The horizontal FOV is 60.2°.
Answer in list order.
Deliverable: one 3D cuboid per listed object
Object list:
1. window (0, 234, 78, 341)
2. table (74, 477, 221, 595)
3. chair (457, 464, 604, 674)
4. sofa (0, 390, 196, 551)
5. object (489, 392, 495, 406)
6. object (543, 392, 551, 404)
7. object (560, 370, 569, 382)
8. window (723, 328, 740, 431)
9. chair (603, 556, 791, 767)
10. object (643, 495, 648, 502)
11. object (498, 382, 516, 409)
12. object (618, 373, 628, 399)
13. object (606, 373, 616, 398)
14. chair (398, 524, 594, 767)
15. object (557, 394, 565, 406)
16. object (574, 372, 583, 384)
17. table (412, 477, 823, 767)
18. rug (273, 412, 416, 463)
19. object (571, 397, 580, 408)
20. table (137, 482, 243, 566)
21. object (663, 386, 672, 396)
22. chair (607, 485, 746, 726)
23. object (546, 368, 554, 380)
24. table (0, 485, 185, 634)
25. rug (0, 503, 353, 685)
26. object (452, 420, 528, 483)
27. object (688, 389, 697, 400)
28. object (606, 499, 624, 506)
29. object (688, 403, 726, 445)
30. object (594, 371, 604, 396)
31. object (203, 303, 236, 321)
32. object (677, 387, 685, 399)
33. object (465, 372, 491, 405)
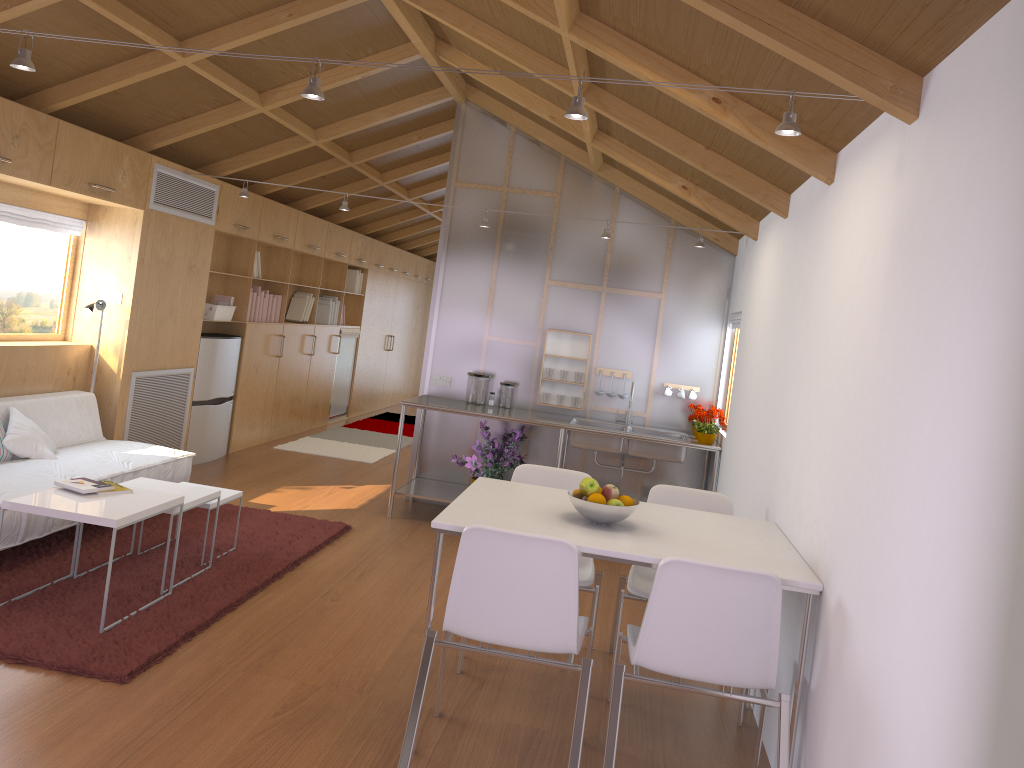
[{"bbox_3d":[-2.960,-0.634,4.979,0.035,0.789,1.497,7,3,7],"label":"window"},{"bbox_3d":[-1.686,0.693,4.128,0.425,0.383,0.459,8,2,7],"label":"table"},{"bbox_3d":[0.118,0.770,3.718,0.532,0.786,0.546,8,1,7],"label":"chair"},{"bbox_3d":[-2.515,0.463,4.340,0.863,0.628,2.355,8,4,7],"label":"sofa"},{"bbox_3d":[-0.143,0.105,6.243,0.037,0.092,0.037,7,0,22],"label":"object"},{"bbox_3d":[0.246,0.103,6.341,0.061,0.077,0.061,8,1,20],"label":"object"},{"bbox_3d":[0.370,-0.058,6.329,0.061,0.077,0.061,7,1,-19],"label":"object"},{"bbox_3d":[1.490,-0.070,5.829,0.026,0.795,0.724,7,2,7],"label":"window"},{"bbox_3d":[0.582,0.900,2.738,0.532,0.786,0.546,8,1,7],"label":"chair"},{"bbox_3d":[1.013,0.877,5.875,0.299,0.159,0.414,8,3,7],"label":"object"},{"bbox_3d":[-0.041,0.082,6.327,0.113,0.177,0.113,8,1,28],"label":"object"},{"bbox_3d":[0.795,0.017,6.269,0.075,0.183,0.074,8,0,39],"label":"object"},{"bbox_3d":[0.711,0.005,6.280,0.075,0.183,0.074,8,0,39],"label":"object"},{"bbox_3d":[-0.003,0.818,2.818,0.532,0.786,0.546,8,1,7],"label":"chair"},{"bbox_3d":[0.348,0.118,6.327,0.061,0.077,0.061,7,1,-19],"label":"object"},{"bbox_3d":[0.472,-0.044,6.315,0.061,0.077,0.061,7,1,-19],"label":"object"},{"bbox_3d":[0.349,0.861,3.163,1.210,0.743,0.899,8,2,8],"label":"table"},{"bbox_3d":[-1.442,0.539,9.693,0.918,0.011,3.723,8,4,7],"label":"rug"},{"bbox_3d":[0.449,0.132,6.313,0.061,0.077,0.061,7,1,-19],"label":"object"},{"bbox_3d":[-1.638,0.709,4.525,0.342,0.308,0.369,8,2,7],"label":"table"},{"bbox_3d":[1.104,0.050,6.248,0.059,0.080,0.062,8,1,8],"label":"object"},{"bbox_3d":[0.703,0.851,3.638,0.532,0.786,0.546,8,1,7],"label":"chair"},{"bbox_3d":[0.269,-0.073,6.342,0.061,0.077,0.061,8,1,20],"label":"object"},{"bbox_3d":[-1.744,0.690,3.671,0.486,0.438,0.524,8,2,7],"label":"table"},{"bbox_3d":[-2.094,0.829,4.385,1.887,0.020,2.481,8,4,7],"label":"rug"},{"bbox_3d":[-0.153,0.515,5.995,0.524,0.553,0.352,7,1,-1],"label":"object"},{"bbox_3d":[1.273,0.073,6.225,0.059,0.080,0.062,8,1,8],"label":"object"},{"bbox_3d":[0.355,0.430,3.041,0.070,0.069,0.077,8,2,8],"label":"object"},{"bbox_3d":[1.286,0.262,5.906,0.233,0.235,0.688,8,4,8],"label":"object"},{"bbox_3d":[0.627,-0.006,6.292,0.075,0.183,0.074,8,0,39],"label":"object"},{"bbox_3d":[-2.365,-0.572,7.024,0.203,0.122,0.350,8,4,7],"label":"object"},{"bbox_3d":[1.195,0.064,6.231,0.059,0.081,0.062,8,1,15],"label":"object"},{"bbox_3d":[-0.247,0.034,6.336,0.172,0.215,0.171,8,1,21],"label":"object"}]
